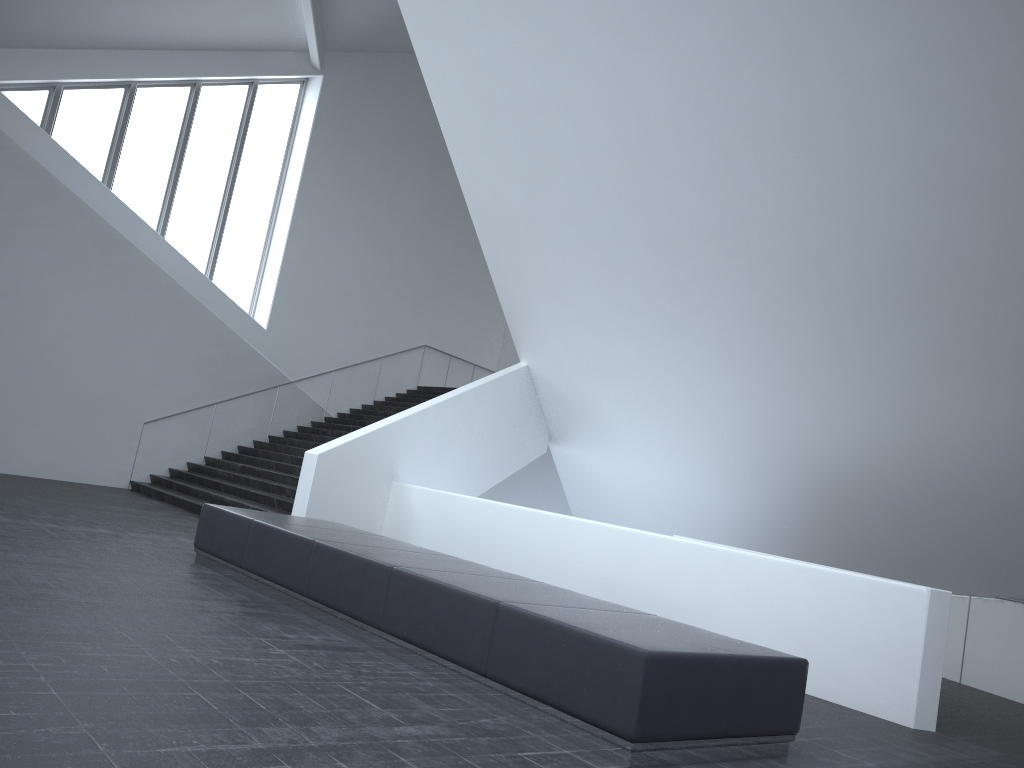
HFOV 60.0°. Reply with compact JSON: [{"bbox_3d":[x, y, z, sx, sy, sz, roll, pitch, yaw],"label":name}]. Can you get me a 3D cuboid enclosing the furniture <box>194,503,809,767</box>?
[{"bbox_3d":[-0.688,1.677,6.934,1.488,0.580,5.742,17,-9,-39],"label":"furniture"}]
